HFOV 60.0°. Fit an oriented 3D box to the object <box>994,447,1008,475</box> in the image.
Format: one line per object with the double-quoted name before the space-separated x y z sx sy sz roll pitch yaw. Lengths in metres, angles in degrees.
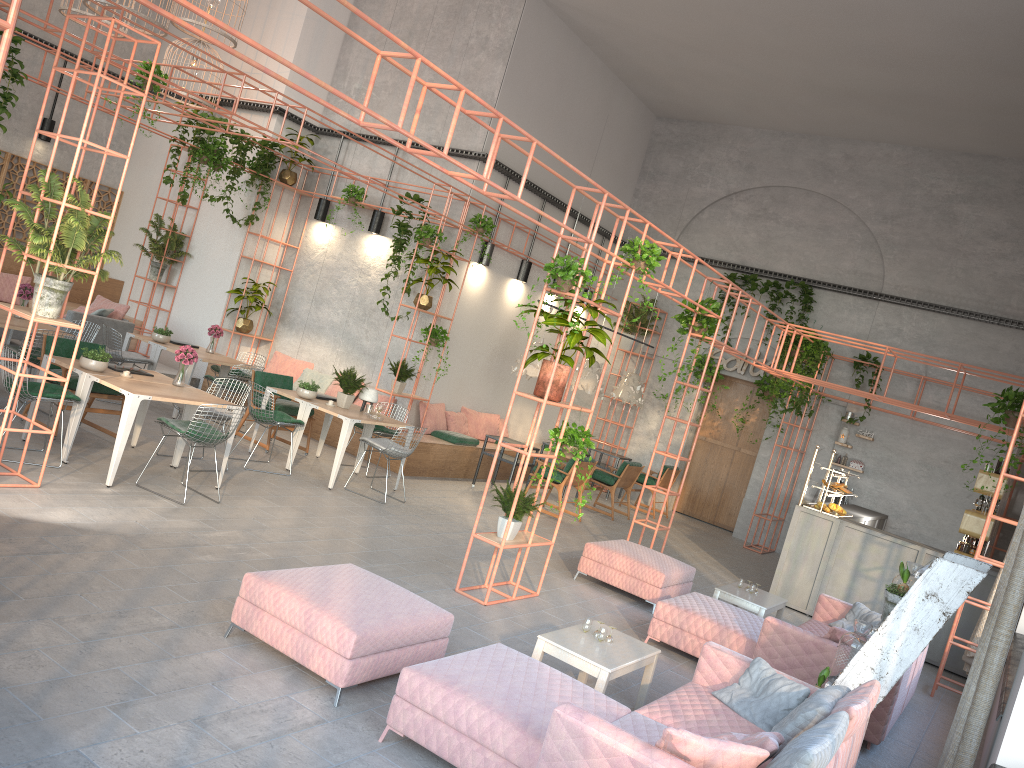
"object" 6.290 0.984 11.340 0.134 0.386 0.134 17 2 20

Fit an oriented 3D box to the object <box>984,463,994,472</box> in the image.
"object" 6.152 1.076 11.445 0.088 0.123 0.088 16 2 -3

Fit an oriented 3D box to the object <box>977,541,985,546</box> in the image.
"object" 6.021 2.045 11.383 0.072 0.287 0.074 15 2 -27

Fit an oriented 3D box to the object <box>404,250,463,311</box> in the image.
"object" -1.159 -1.519 12.604 0.903 0.947 0.934 16 2 -7

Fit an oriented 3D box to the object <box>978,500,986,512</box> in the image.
"object" 6.261 1.624 11.854 0.115 0.147 0.115 18 3 40

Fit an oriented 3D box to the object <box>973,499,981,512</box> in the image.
"object" 5.795 1.512 11.061 0.083 0.159 0.083 16 2 -14

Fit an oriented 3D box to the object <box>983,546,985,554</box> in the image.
"object" 5.876 2.095 11.117 0.073 0.131 0.073 17 2 17

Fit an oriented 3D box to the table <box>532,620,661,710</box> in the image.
"table" 0.514 1.878 5.696 0.520 0.455 0.916 18 3 31

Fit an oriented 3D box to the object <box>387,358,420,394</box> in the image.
"object" -1.615 -0.129 12.782 0.438 0.527 0.368 18 3 31

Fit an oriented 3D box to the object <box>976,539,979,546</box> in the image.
"object" 6.083 2.077 11.551 0.072 0.248 0.094 18 3 31

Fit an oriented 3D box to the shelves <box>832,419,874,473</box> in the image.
"shelves" 5.714 1.037 14.870 0.560 0.790 0.186 18 3 31

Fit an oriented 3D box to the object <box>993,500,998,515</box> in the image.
"object" 6.452 1.605 11.868 0.066 0.291 0.066 16 2 -19

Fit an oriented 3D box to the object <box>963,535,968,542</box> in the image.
"object" 5.878 1.998 11.464 0.066 0.291 0.066 17 2 15

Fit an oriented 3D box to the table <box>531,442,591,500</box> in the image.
"table" 0.786 1.432 14.541 0.635 0.798 0.602 18 3 31

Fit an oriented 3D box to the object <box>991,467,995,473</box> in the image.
"object" 7.121 1.296 13.088 0.088 0.123 0.088 16 2 -3

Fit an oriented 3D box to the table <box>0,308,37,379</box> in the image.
"table" -6.147 -0.463 10.053 0.694 0.830 1.205 18 3 31

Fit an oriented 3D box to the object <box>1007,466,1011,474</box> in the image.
"object" 6.404 1.055 11.487 0.134 0.301 0.134 17 2 20

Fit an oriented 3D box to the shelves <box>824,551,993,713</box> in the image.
"shelves" 2.475 1.843 5.903 0.856 1.618 0.842 18 3 31

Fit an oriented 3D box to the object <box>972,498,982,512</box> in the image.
"object" 5.841 1.523 11.139 0.083 0.159 0.083 16 2 -14

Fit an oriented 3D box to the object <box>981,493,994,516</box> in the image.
"object" 5.780 1.460 10.769 0.075 0.273 0.075 17 2 20

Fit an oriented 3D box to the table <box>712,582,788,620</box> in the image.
"table" 2.299 2.280 8.721 0.520 0.455 0.916 18 3 31

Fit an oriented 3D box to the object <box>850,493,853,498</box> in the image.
"object" 5.690 1.860 14.858 0.070 0.146 0.033 16 2 2

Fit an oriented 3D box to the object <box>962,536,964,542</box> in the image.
"object" 5.908 2.027 11.538 0.082 0.246 0.082 15 2 -26

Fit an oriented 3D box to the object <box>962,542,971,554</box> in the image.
"object" 5.636 2.030 10.983 0.073 0.131 0.073 17 2 24

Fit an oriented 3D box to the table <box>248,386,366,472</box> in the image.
"table" -2.463 0.584 10.936 0.694 0.830 1.205 18 3 31

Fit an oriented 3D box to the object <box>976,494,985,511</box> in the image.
"object" 6.323 1.564 11.951 0.066 0.291 0.066 16 2 1

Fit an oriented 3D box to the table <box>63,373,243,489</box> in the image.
"table" -3.286 0.462 8.189 0.694 0.830 1.214 18 3 31

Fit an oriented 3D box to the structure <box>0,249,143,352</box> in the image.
"structure" -8.570 -1.570 11.533 3.396 1.111 9.152 18 3 31

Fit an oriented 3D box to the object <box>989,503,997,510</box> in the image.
"object" 6.369 1.659 11.787 0.115 0.147 0.115 18 3 40

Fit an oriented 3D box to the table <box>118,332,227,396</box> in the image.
"table" -4.767 -0.149 12.393 0.694 0.830 1.205 18 3 31

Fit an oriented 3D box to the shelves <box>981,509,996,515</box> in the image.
"shelves" 6.885 2.254 12.987 0.328 1.838 1.750 18 3 31

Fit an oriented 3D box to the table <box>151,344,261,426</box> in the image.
"table" -4.196 0.032 12.037 0.694 0.830 1.214 18 3 31

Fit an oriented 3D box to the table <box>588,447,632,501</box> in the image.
"table" 1.671 1.633 16.042 0.635 0.798 0.602 18 3 31

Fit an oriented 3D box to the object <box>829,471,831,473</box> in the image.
"object" 5.417 1.508 15.058 0.093 0.121 0.049 18 3 33

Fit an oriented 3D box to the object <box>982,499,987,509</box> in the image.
"object" 6.387 1.584 11.912 0.066 0.291 0.066 18 3 38

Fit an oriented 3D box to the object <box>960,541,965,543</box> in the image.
"object" 5.690 2.050 11.193 0.115 0.107 0.115 18 2 28

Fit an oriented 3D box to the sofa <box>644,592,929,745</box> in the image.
"sofa" 2.474 2.254 7.813 1.960 0.672 2.219 18 3 31

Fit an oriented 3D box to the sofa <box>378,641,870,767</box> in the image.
"sofa" 0.690 1.849 4.788 1.960 0.672 2.219 18 3 31

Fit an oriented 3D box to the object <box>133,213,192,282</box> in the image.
"object" -5.867 -2.270 14.883 0.900 1.097 0.894 15 2 -30

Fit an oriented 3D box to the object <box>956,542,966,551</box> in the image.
"object" 5.625 2.035 11.082 0.115 0.107 0.115 16 2 -2

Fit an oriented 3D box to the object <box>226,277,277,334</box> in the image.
"object" -4.324 -1.297 14.472 0.903 0.919 0.934 16 2 3

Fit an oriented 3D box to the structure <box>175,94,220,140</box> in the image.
"structure" -5.243 -4.469 14.759 0.903 0.803 0.934 16 2 3

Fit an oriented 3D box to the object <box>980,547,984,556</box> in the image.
"object" 5.756 2.068 10.914 0.073 0.131 0.073 17 2 24

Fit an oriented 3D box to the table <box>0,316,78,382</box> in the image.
"table" -5.579 -0.282 9.698 0.694 0.830 1.214 18 3 31

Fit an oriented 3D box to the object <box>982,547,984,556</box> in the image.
"object" 5.823 2.083 11.027 0.073 0.131 0.073 16 2 3

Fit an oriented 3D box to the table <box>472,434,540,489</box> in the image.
"table" -0.100 1.230 13.039 0.635 0.798 0.602 18 3 31

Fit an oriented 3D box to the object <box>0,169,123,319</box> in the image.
"object" -3.491 -1.061 6.843 0.900 1.100 0.894 15 2 -30

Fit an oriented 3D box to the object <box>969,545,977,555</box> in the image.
"object" 5.726 2.067 11.018 0.115 0.107 0.115 18 3 37

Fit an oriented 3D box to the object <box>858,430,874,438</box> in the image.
"object" 5.906 0.824 14.809 0.263 0.101 0.013 18 3 31

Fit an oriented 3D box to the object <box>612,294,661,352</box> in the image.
"object" 2.366 -1.153 16.871 0.894 1.101 0.900 16 2 0

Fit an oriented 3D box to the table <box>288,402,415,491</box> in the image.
"table" -1.892 0.765 10.580 0.694 0.830 1.214 18 3 31

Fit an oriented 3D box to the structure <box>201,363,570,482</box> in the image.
"structure" -1.751 0.789 15.815 4.386 0.500 5.831 18 3 31

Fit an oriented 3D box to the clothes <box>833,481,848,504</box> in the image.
"clothes" 5.351 2.091 14.945 0.625 0.997 0.366 17 2 11

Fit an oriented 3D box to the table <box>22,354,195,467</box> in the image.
"table" -3.857 0.281 8.545 0.694 0.830 1.205 18 3 31

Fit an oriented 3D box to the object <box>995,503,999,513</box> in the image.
"object" 7.337 1.879 13.429 0.115 0.147 0.115 16 2 -14

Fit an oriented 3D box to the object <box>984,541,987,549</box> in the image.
"object" 6.139 2.095 11.513 0.072 0.248 0.094 18 3 31

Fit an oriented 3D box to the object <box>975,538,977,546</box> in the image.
"object" 5.952 2.027 11.423 0.065 0.280 0.065 16 2 -16

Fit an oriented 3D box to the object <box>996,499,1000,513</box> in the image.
"object" 7.421 1.825 13.510 0.066 0.291 0.066 16 2 -19

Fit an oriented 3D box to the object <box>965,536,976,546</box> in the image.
"object" 5.740 1.959 11.098 0.115 0.107 0.115 16 2 -3

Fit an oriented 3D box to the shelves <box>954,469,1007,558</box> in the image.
"shelves" 5.916 2.034 11.344 0.328 1.838 1.750 18 3 31
